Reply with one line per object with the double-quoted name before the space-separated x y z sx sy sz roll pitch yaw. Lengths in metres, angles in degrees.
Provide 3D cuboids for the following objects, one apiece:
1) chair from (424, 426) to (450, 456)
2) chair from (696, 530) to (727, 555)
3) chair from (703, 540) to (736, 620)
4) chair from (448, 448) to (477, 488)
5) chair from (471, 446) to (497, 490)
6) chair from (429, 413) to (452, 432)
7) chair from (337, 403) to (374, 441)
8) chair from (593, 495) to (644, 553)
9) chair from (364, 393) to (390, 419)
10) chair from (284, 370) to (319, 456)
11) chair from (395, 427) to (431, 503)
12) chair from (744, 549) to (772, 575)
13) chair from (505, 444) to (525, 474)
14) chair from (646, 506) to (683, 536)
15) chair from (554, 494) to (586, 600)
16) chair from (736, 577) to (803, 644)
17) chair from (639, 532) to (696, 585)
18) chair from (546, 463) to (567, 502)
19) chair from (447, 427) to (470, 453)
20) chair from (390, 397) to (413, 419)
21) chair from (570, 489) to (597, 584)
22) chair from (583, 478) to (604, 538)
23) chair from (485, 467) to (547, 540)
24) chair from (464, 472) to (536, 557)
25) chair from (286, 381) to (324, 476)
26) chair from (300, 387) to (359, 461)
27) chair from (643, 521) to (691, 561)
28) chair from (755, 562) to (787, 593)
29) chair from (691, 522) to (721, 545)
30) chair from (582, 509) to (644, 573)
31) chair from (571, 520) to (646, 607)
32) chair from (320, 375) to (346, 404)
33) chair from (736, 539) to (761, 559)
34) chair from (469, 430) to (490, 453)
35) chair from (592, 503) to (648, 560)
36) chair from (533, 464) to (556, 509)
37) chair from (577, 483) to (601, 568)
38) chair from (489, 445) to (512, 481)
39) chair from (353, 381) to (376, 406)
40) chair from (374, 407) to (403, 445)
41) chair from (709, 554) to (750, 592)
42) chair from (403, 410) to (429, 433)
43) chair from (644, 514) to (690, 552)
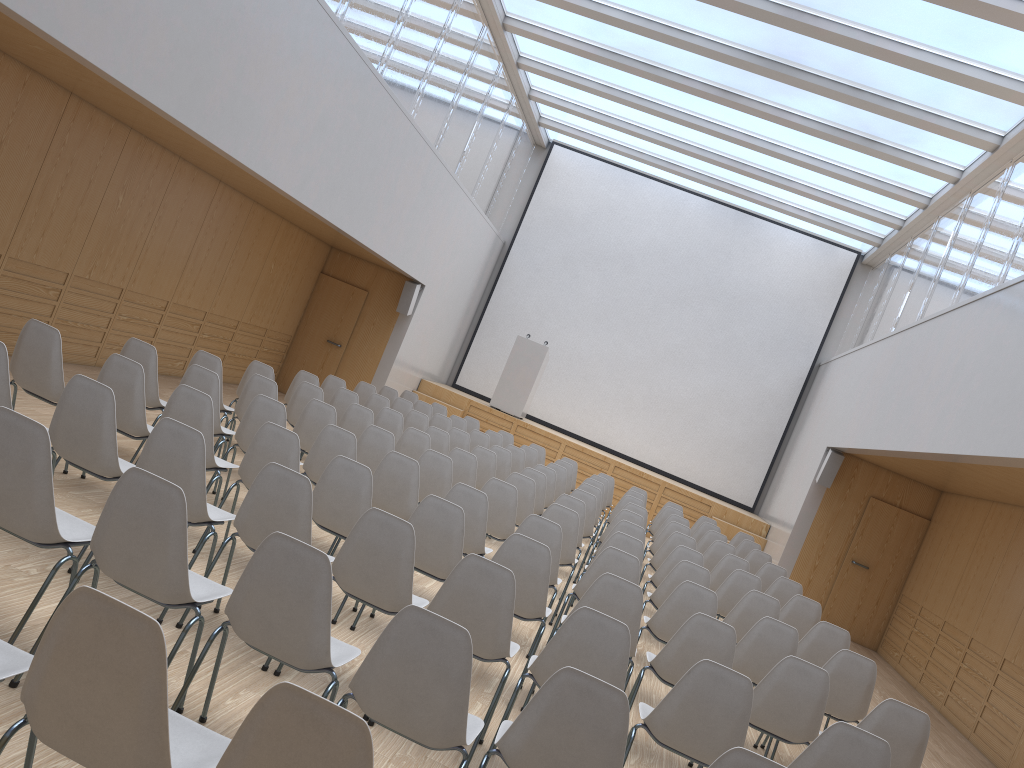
"chair" -0.855 0.875 9.202 0.478 0.876 0.506 23 0 9
"chair" 2.308 2.171 10.689 0.478 0.876 0.506 23 0 9
"chair" 2.158 2.115 9.701 0.478 0.876 0.506 23 0 9
"chair" -0.534 1.014 8.088 0.478 0.876 0.506 23 0 9
"chair" -0.380 1.071 9.145 0.478 0.876 0.506 23 0 9
"chair" -0.974 0.813 11.280 0.478 0.876 0.506 23 0 9
"chair" -1.480 0.622 8.300 0.478 0.876 0.506 23 0 9
"chair" 1.342 1.772 10.793 0.478 0.876 0.506 23 0 9
"chair" -1.619 0.552 10.372 0.478 0.876 0.506 23 0 9
"chair" -2.232 0.304 9.478 0.478 0.876 0.506 23 0 9
"chair" -0.958 0.838 8.234 0.478 0.876 0.506 23 0 9
"chair" 2.798 2.374 10.572 0.478 0.876 0.506 23 0 9
"chair" -0.064 1.190 11.088 0.478 0.876 0.506 23 0 9
"chair" 1.984 2.031 11.692 0.478 0.876 0.506 23 0 9
"chair" 0.414 1.406 7.959 0.478 0.876 0.506 23 0 9
"chair" 2.506 2.266 8.596 0.478 0.876 0.506 23 0 9
"chair" 1.535 1.864 8.730 0.478 0.876 0.506 23 0 9
"chair" 0.434 1.396 10.915 0.478 0.876 0.506 23 0 9
"chair" -0.694 0.935 10.146 0.478 0.876 0.506 23 0 9
"chair" -1.457 0.613 11.298 0.478 0.876 0.506 23 0 9
"chair" 0.602 1.478 8.939 0.478 0.876 0.506 23 0 9
"chair" 0.885 1.582 10.935 0.478 0.876 0.506 23 0 9
"chair" 0.117 1.277 9.045 0.478 0.876 0.506 23 0 9
"chair" -0.017 1.227 8.055 0.478 0.876 0.506 23 0 9
"chair" -1.957 0.424 8.405 0.478 0.876 0.506 23 0 9
"chair" -1.802 0.483 9.372 0.478 0.876 0.506 23 0 9
"chair" 1.686 1.920 9.738 0.478 0.876 0.506 23 0 9
"chair" 2.656 2.322 9.542 0.478 0.876 0.506 23 0 9
"chair" 2.458 2.227 11.666 0.478 0.876 0.506 23 0 9
"chair" 1.051 1.664 8.838 0.478 0.876 0.506 23 0 9
"chair" 0.914 1.613 7.828 0.478 0.876 0.506 23 0 9
"chair" -2.125 0.343 10.404 0.478 0.876 0.506 23 0 9
"chair" 2.939 2.427 11.520 0.478 0.876 0.506 23 0 9
"chair" -0.499 1.010 11.146 0.478 0.876 0.506 23 0 9
"chair" 1.239 1.735 9.839 0.478 0.876 0.506 23 0 9
"chair" 0.258 1.329 9.974 0.478 0.876 0.506 23 0 9
"chair" 0.752 1.533 9.955 0.478 0.876 0.506 23 0 9
"chair" -0.230 1.127 10.083 0.478 0.876 0.506 23 0 9
"chair" -1.940 0.413 11.445 0.478 0.876 0.506 23 0 9
"chair" -1.322 0.682 9.203 0.478 0.876 0.506 23 0 9
"chair" 2.036 2.071 8.699 0.478 0.876 0.506 23 0 9
"chair" -1.166 0.740 10.272 0.478 0.876 0.506 23 0 9
"chair" 1.872 1.991 10.739 0.478 0.876 0.506 23 0 9
